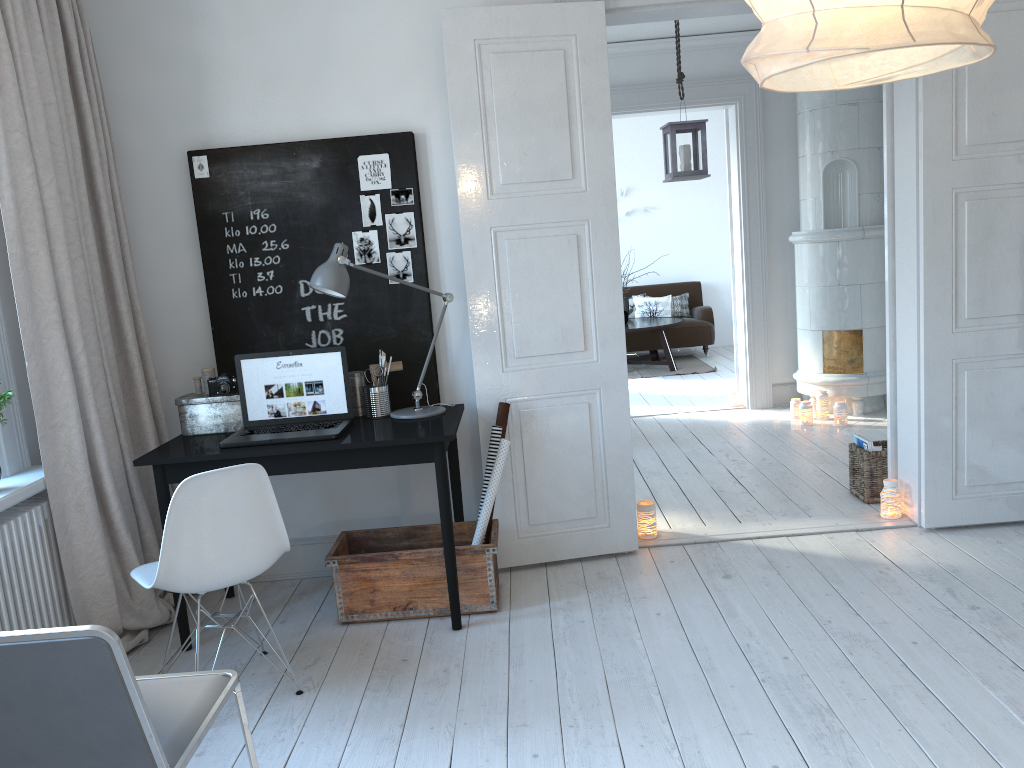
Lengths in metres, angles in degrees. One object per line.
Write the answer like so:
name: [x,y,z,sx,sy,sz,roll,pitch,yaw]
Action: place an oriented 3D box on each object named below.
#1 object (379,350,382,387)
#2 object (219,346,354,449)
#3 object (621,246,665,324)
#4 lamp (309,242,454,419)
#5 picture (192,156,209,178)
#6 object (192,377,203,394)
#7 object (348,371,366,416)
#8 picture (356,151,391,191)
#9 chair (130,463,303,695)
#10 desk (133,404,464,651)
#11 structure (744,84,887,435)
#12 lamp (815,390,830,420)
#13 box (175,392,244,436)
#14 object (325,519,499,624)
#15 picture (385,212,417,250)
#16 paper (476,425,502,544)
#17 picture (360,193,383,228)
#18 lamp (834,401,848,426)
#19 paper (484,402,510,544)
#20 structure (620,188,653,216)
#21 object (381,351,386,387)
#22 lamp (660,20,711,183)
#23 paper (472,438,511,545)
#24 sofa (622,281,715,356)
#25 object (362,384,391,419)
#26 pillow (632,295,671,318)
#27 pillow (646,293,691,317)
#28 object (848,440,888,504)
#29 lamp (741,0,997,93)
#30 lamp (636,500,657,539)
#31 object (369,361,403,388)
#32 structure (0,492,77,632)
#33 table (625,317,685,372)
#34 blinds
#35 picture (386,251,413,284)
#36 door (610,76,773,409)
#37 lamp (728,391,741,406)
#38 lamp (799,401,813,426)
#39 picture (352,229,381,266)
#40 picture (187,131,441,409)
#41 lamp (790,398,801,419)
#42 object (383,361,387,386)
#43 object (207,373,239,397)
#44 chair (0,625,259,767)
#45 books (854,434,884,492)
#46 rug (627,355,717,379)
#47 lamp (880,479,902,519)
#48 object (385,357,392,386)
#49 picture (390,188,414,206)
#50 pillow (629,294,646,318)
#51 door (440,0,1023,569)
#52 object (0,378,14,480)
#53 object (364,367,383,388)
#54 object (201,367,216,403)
object: [-0.542,-0.006,3.670,0.008,0.268,0.060,-2,10,17]
object: [-0.869,0.045,3.388,0.445,0.316,0.324,-5,9,1]
object: [1.268,-1.174,9.434,0.844,1.069,0.524,-10,11,-28]
lamp: [-0.496,-0.215,3.552,0.616,0.718,0.229,-10,11,-28]
picture: [-1.304,-0.909,3.714,0.061,0.088,0.004,-5,10,-2]
object: [-1.304,0.006,3.686,0.040,0.069,0.039,-7,10,-11]
object: [-0.649,0.043,3.736,0.079,0.189,0.078,-8,10,-20]
picture: [-0.574,-0.893,3.713,0.147,0.155,0.004,-5,10,1]
chair: [-0.976,0.634,2.928,0.473,0.826,0.553,-11,11,-34]
desk: [-0.753,0.554,3.560,1.159,0.761,0.649,-5,9,1]
structure: [2.280,-1.093,6.341,1.245,2.836,0.800,-14,13,-43]
lamp: [2.231,0.150,6.379,0.098,0.210,0.098,-4,9,5]
box: [-1.206,0.113,3.662,0.317,0.153,0.192,-5,9,1]
object: [-0.378,0.759,3.594,0.664,0.283,0.338,-5,9,1]
picture: [-0.470,-0.651,3.753,0.121,0.153,0.002,-5,10,1]
paper: [-0.114,0.517,3.642,0.266,0.671,0.043,-14,13,-43]
picture: [-0.593,-0.732,3.741,0.083,0.146,0.002,-5,10,1]
lamp: [2.274,0.205,6.139,0.089,0.166,0.088,-5,9,0]
paper: [-0.091,0.462,3.704,0.297,0.749,0.048,-14,13,-43]
structure: [1.169,-2.091,10.609,1.025,0.480,0.085,-5,10,1]
object: [-0.538,-0.004,3.671,0.012,0.265,0.062,4,13,43]
lamp: [0.946,-2.063,5.040,0.228,1.767,0.228,-5,10,-2]
paper: [-0.112,0.543,3.587,0.283,0.628,0.041,-8,10,-20]
sofa: [1.221,-0.694,10.377,2.165,0.827,0.966,-5,9,1]
object: [-0.558,0.071,3.668,0.108,0.129,0.108,-2,10,16]
pillow: [1.637,-0.891,10.335,0.471,0.310,0.187,-5,9,2]
pillow: [1.839,-0.912,10.444,0.542,0.288,0.182,-5,9,2]
object: [1.882,0.440,4.495,0.270,0.265,0.223,-5,9,1]
lamp: [0.442,-1.036,1.127,0.338,1.235,0.339,1,11,32]
lamp: [0.631,0.636,4.152,0.089,0.167,0.089,-6,9,-6]
object: [-0.515,0.016,3.713,0.138,0.209,0.034,-8,10,-19]
structure: [-1.725,0.776,2.641,0.195,0.549,1.501,-5,9,1]
table: [1.225,-0.405,9.629,1.299,0.505,1.296,-6,9,-9]
blinds: [-1.564,-0.309,3.353,0.225,2.655,0.828,-5,10,1]
picture: [-0.478,-0.499,3.779,0.103,0.136,0.001,-5,10,1]
door: [1.111,-0.999,6.910,2.599,2.513,0.576,-5,10,1]
lamp: [1.783,0.119,7.110,0.093,0.110,0.093,-2,10,18]
lamp: [2.075,0.205,6.254,0.089,0.166,0.088,-4,9,2]
picture: [-0.619,-0.579,3.766,0.107,0.151,0.001,-5,10,1]
picture: [-0.839,-0.441,3.822,0.953,1.176,0.063,-5,10,1]
lamp: [2.078,0.180,6.484,0.084,0.147,0.083,-4,9,5]
object: [-0.533,0.019,3.665,0.009,0.222,0.082,1,11,30]
object: [-1.157,0.005,3.550,0.137,0.088,0.073,-5,9,1]
chair: [-0.882,0.798,1.893,0.562,0.800,0.523,-5,9,1]
books: [1.867,0.408,4.490,0.201,0.301,0.179,-5,9,1]
rug: [1.245,-0.188,9.692,1.710,0.055,1.452,-5,9,1]
lamp: [1.770,0.537,4.143,0.093,0.180,0.092,-8,10,-16]
object: [-0.522,0.010,3.658,0.084,0.240,0.009,-9,10,-22]
picture: [-0.463,-0.789,3.731,0.095,0.072,0.001,-5,10,1]
pillow: [1.347,-0.869,10.417,0.473,0.348,0.158,-5,9,-1]
door: [1.100,-0.548,3.937,2.599,2.513,0.576,-5,10,1]
object: [-1.771,0.160,2.863,0.309,0.408,0.271,-12,12,-38]
object: [-0.572,0.030,3.672,0.081,0.199,0.050,0,11,26]
object: [-1.250,0.007,3.619,0.056,0.130,0.167,-5,9,-1]
